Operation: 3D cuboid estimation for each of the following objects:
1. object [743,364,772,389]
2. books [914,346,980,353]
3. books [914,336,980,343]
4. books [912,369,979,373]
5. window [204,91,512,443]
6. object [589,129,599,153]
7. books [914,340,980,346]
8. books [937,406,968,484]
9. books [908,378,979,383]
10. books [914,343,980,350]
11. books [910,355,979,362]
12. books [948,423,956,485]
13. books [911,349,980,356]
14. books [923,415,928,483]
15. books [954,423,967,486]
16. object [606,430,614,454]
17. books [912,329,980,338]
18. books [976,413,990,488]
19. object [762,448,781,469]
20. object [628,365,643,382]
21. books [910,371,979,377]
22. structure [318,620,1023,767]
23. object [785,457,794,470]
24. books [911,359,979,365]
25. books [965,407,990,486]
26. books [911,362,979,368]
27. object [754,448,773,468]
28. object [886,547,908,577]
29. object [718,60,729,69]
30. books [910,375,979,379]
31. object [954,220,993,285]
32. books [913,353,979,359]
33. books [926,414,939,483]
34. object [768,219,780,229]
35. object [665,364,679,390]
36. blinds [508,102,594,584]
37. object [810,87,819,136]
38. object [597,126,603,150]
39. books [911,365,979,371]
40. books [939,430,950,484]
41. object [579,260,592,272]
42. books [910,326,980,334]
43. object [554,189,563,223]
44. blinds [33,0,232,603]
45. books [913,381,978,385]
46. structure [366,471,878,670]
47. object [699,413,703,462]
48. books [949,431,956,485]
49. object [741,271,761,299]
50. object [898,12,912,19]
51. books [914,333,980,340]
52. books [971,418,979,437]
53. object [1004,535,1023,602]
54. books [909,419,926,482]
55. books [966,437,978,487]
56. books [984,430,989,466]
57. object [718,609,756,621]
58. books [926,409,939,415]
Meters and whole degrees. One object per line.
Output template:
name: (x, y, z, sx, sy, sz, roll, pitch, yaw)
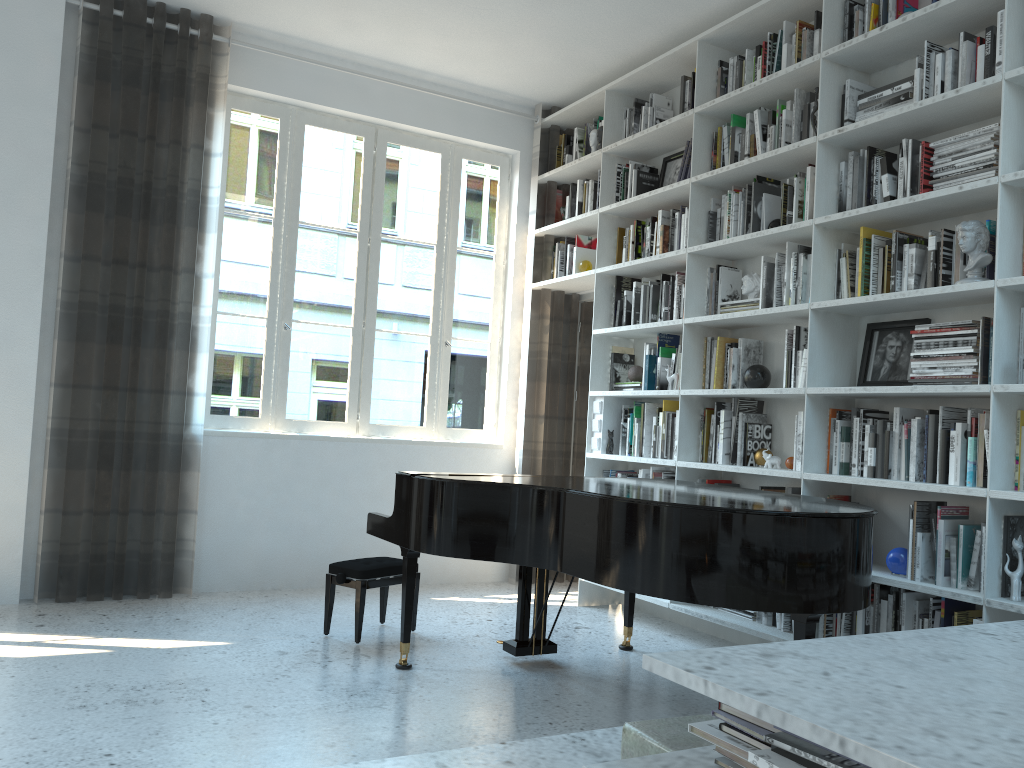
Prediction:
object: (1.204, -0.029, 4.352, 0.134, 0.135, 0.134, 2, -3, 20)
books: (1.728, -0.127, 3.448, 0.161, 0.012, 0.254, 5, -3, -26)
books: (1.730, -0.164, 3.450, 0.161, 0.012, 0.254, 5, -3, -32)
books: (1.719, -0.045, 3.444, 0.161, 0.012, 0.254, 5, -3, -34)
window: (-0.913, -0.657, 5.608, 1.983, 2.008, 0.073, 5, -3, -29)
object: (0.517, -1.499, 5.561, 0.067, 0.198, 0.067, 3, -2, 14)
books: (1.727, -0.152, 3.449, 0.161, 0.012, 0.254, 5, -3, -33)
books: (1.705, 0.239, 3.422, 0.178, 0.296, 0.012, 5, -3, -29)
books: (1.716, -0.009, 3.442, 0.159, 0.012, 0.285, 5, -3, -34)
books: (1.728, -0.140, 3.449, 0.161, 0.012, 0.254, 5, -3, -32)
books: (1.721, -0.092, 3.445, 0.159, 0.012, 0.285, 5, -3, -24)
books: (1.729, 0.269, 3.392, 0.154, 0.235, 0.014, 5, -3, -29)
books: (1.723, -0.116, 3.446, 0.159, 0.012, 0.285, 5, -3, -24)
books: (1.678, 0.257, 3.475, 0.181, 0.261, 0.010, 5, -3, -29)
books: (1.739, 0.268, 3.350, 0.175, 0.234, 0.023, 5, -3, -29)
object: (0.576, 0.341, 5.199, 0.045, 0.146, 0.045, 3, -2, 10)
books: (1.733, -0.188, 3.452, 0.159, 0.012, 0.285, 5, -3, -27)
books: (1.787, 0.248, 3.278, 0.175, 0.272, 0.026, 5, -3, -29)
object: (1.218, 0.350, 4.156, 0.078, 0.095, 0.060, 4, -2, -12)
object: (0.734, -0.057, 5.217, 0.105, 0.106, 0.105, 1, -3, 39)
books: (1.718, -0.033, 3.443, 0.159, 0.012, 0.285, 5, -3, -24)
structure: (1.291, 0.837, 1.141, 3.114, 0.659, 2.899, 5, -3, -29)
object: (1.288, 0.365, 4.075, 0.061, 0.062, 0.061, 2, -3, 20)
books: (1.727, -0.079, 3.448, 0.159, 0.012, 0.285, 5, -3, -27)
books: (1.759, 0.239, 3.340, 0.137, 0.293, 0.014, 5, -3, -29)
books: (1.728, -0.067, 3.449, 0.159, 0.012, 0.285, 5, -3, -28)
object: (1.218, 0.357, 4.293, 0.091, 0.092, 0.091, 1, -3, 39)
object: (1.529, 0.698, 3.485, 0.109, 0.110, 0.109, 1, -3, 39)
object: (1.155, -1.562, 4.714, 0.159, 0.285, 0.012, 5, -3, -29)
books: (1.726, -0.020, 3.447, 0.159, 0.012, 0.285, 5, -3, -30)
object: (1.703, -0.477, 3.259, 0.137, 0.243, 0.138, 2, -3, 27)
books: (1.723, -0.104, 3.445, 0.161, 0.012, 0.254, 5, -3, -34)
books: (1.681, 0.255, 3.455, 0.161, 0.264, 0.028, 5, -3, -29)
object: (1.282, -0.747, 4.273, 0.097, 0.098, 0.097, 2, -3, 20)
object: (0.847, -0.033, 4.715, 0.044, 0.140, 0.081, 5, -3, -45)
blinds: (0.413, -0.259, 6.141, 0.776, 3.229, 0.140, 4, -2, -29)
object: (1.370, -1.204, 3.965, 0.075, 0.254, 0.075, 1, -3, 40)
object: (0.556, -1.500, 5.490, 0.067, 0.198, 0.067, 3, -2, 14)
books: (1.730, -0.055, 3.449, 0.159, 0.012, 0.285, 5, -3, -29)
books: (1.709, 0.283, 3.403, 0.183, 0.207, 0.024, 5, -3, -29)
object: (0.473, -0.753, 5.701, 0.087, 0.088, 0.087, 2, -3, 20)
books: (1.728, -0.201, 3.449, 0.159, 0.012, 0.285, 5, -3, -34)
object: (0.361, -1.175, 6.074, 0.176, 0.295, 0.035, 5, -3, -29)
blinds: (-2.029, -0.467, 4.801, 0.776, 3.229, 0.140, 4, -2, -29)
books: (1.722, 0.004, 3.445, 0.161, 0.012, 0.254, 5, -3, -27)
structure: (0.381, 0.808, 3.443, 1.335, 0.832, 1.918, 5, -3, -29)
object: (1.049, 0.284, 4.644, 0.161, 0.254, 0.012, 5, -3, -29)
books: (1.726, 0.283, 3.369, 0.167, 0.204, 0.023, 5, -3, -29)
object: (1.209, -0.488, 4.452, 0.121, 0.157, 0.095, 4, -2, -15)
object: (1.652, -1.494, 3.695, 0.105, 0.106, 0.105, 1, -3, 39)
books: (1.729, -0.176, 3.449, 0.161, 0.012, 0.254, 5, -3, -33)
books: (1.772, 0.258, 3.331, 0.145, 0.256, 0.014, 5, -3, -29)
object: (1.730, 0.630, 3.048, 0.046, 0.224, 0.053, 4, -2, -17)
books: (1.650, 0.266, 3.509, 0.191, 0.245, 0.026, 5, -3, -29)
books: (1.757, 0.292, 3.301, 0.169, 0.183, 0.023, 5, -3, -29)
books: (1.792, 0.277, 3.242, 0.169, 0.212, 0.042, 5, -3, -29)
object: (1.149, 1.123, 4.327, 0.161, 0.007, 0.254, 5, -3, -26)
books: (1.682, 0.247, 3.504, 0.134, 0.286, 0.014, 5, -3, -29)
